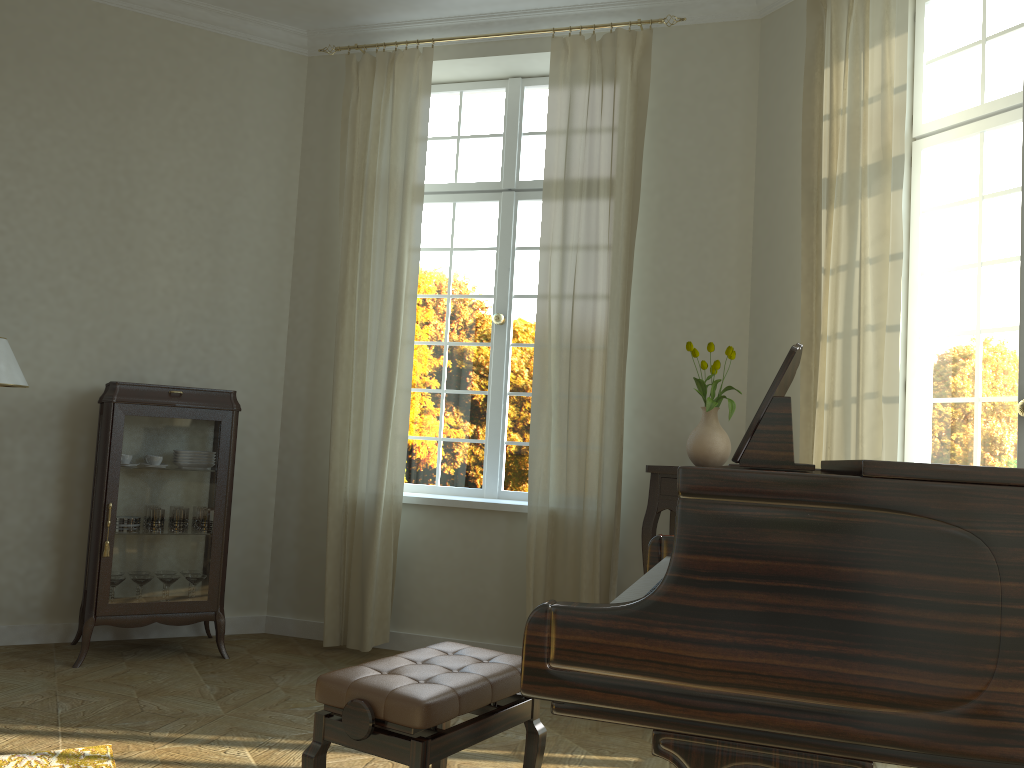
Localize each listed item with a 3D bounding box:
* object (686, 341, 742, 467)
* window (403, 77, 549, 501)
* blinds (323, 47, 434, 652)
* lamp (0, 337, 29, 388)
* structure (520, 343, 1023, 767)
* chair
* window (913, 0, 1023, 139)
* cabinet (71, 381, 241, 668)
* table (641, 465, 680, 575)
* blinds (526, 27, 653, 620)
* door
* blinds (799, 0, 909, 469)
[{"bbox_3d":[0.957,0.103,4.268,0.264,0.609,0.242,3,-4,-3],"label":"object"},{"bbox_3d":[-0.053,-0.590,5.276,1.400,2.550,0.181,2,-4,17],"label":"window"},{"bbox_3d":[-0.811,-0.240,4.964,0.554,3.385,0.162,2,-4,22],"label":"blinds"},{"bbox_3d":[-2.540,0.547,4.173,0.380,1.552,0.381,5,-4,-23],"label":"lamp"},{"bbox_3d":[1.113,0.654,1.938,1.856,1.439,1.514,2,-4,17],"label":"structure"},{"bbox_3d":[-0.223,1.052,2.424,0.385,0.563,0.638,1,-5,32],"label":"chair"},{"bbox_3d":[2.222,-1.510,3.555,0.055,0.680,1.380,5,-5,-28],"label":"window"},{"bbox_3d":[-1.856,0.707,4.672,0.733,1.386,0.542,5,-5,-28],"label":"cabinet"},{"bbox_3d":[0.912,0.960,4.208,0.522,1.114,0.344,0,-5,37],"label":"table"},{"bbox_3d":[0.392,-0.193,4.647,0.552,3.381,0.159,2,-4,20],"label":"blinds"},{"bbox_3d":[1.963,0.173,3.349,0.425,2.690,1.385,5,-5,-27],"label":"door"},{"bbox_3d":[1.445,-0.190,3.799,0.159,3.386,0.552,6,-5,-31],"label":"blinds"}]
